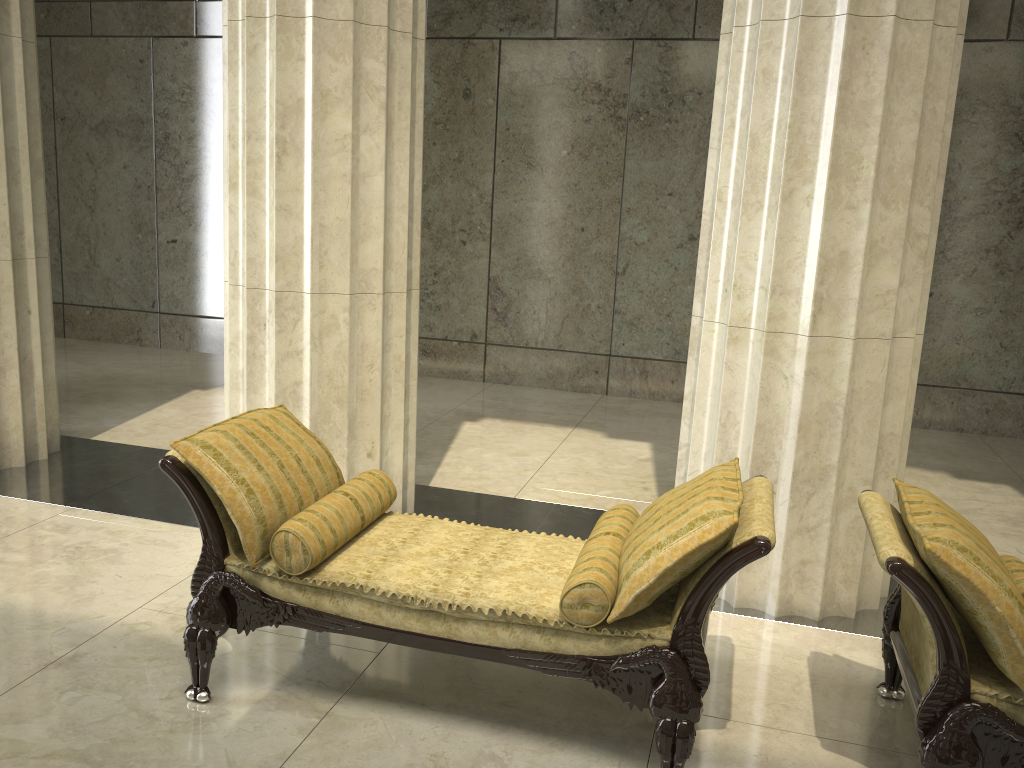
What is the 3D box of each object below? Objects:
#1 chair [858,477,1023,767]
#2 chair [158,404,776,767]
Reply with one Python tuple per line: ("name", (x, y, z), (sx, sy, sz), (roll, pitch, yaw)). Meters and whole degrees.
("chair", (2.204, 0.933, 2.741), (2.172, 0.950, 0.993), (6, 12, 14))
("chair", (-0.173, 0.682, 3.354), (2.172, 0.950, 0.993), (6, 12, 14))
